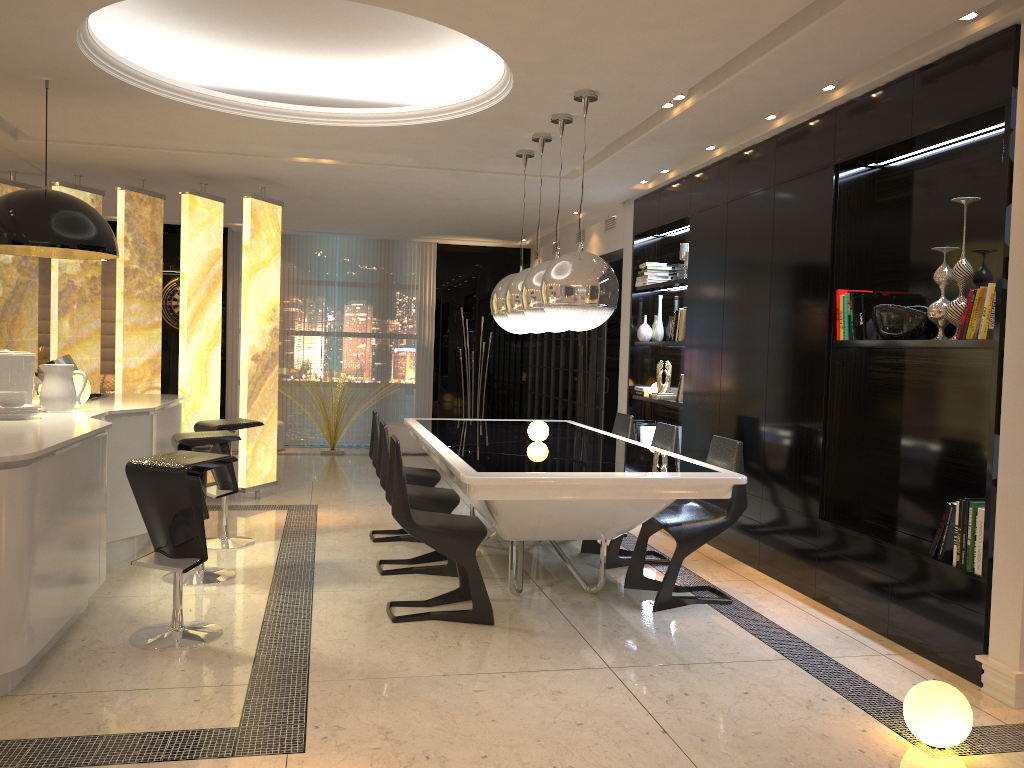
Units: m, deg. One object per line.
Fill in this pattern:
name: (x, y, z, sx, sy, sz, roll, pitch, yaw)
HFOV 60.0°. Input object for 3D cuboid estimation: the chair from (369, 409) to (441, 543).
chair: (-0.708, 0.613, 5.992, 0.496, 0.858, 0.523, 1, 2, -12)

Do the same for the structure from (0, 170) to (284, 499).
structure: (-2.979, -0.348, 7.089, 2.180, 2.555, 0.448, 1, 2, -12)

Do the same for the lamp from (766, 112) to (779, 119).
lamp: (1.477, -1.584, 5.079, 0.107, 0.127, 0.107, 0, 3, -31)

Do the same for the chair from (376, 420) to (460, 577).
chair: (-0.533, 0.650, 5.161, 0.496, 0.858, 0.523, 1, 2, -12)

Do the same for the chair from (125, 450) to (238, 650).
chair: (-1.453, 0.707, 3.867, 0.380, 0.789, 0.380, 3, 2, 21)

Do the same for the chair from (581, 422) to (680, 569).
chair: (0.741, 0.674, 5.538, 0.496, 0.858, 0.523, 1, 2, -12)

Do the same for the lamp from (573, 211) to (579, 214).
lamp: (0.619, -1.756, 8.812, 0.107, 0.127, 0.107, 0, 3, -31)

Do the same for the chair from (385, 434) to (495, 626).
chair: (-0.355, 0.689, 4.314, 0.496, 0.858, 0.523, 1, 2, -12)

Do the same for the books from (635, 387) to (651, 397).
books: (1.186, 0.066, 7.577, 0.209, 0.073, 0.266, 1, 2, -9)

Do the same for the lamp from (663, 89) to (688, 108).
lamp: (0.873, -1.592, 4.824, 0.107, 0.127, 0.271, 1, 2, -12)

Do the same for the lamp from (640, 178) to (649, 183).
lamp: (1.050, -1.676, 7.108, 0.107, 0.127, 0.107, 0, 3, -31)

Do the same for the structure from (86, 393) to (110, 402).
structure: (-2.959, 0.084, 5.734, 0.502, 0.026, 0.811, 1, 2, -12)

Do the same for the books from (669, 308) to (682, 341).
books: (1.348, -0.455, 6.910, 0.207, 0.256, 0.245, 1, 2, -13)

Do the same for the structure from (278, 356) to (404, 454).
structure: (-2.100, 0.255, 10.420, 1.282, 1.142, 1.275, 3, 3, 34)

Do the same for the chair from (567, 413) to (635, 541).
chair: (0.576, 0.639, 6.327, 0.496, 0.858, 0.523, 1, 2, -12)

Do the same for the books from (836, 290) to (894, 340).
books: (1.823, -0.354, 4.582, 0.210, 0.270, 0.236, 1, 2, -12)

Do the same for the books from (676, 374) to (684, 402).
books: (1.372, 0.026, 6.735, 0.182, 0.232, 0.284, 1, 2, -9)

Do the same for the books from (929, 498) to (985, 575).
books: (1.965, 0.620, 3.744, 0.222, 0.296, 0.345, 1, 2, -12)

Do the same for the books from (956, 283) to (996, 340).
books: (2.012, -0.298, 3.682, 0.189, 0.238, 0.290, 1, 2, -13)

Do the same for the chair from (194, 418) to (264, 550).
chair: (-1.831, 0.626, 5.662, 0.380, 0.789, 0.380, 0, 3, -44)

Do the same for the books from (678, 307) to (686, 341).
books: (1.392, -0.449, 6.706, 0.212, 0.261, 0.252, 1, 2, -12)

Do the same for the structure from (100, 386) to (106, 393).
structure: (-5.649, 0.384, 8.525, 2.912, 0.812, 1.659, 1, 2, -12)

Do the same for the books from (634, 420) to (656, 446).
books: (1.156, 0.456, 7.658, 0.210, 0.270, 0.236, 1, 2, -12)

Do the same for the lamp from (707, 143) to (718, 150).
lamp: (1.309, -1.620, 5.875, 0.107, 0.127, 0.107, 0, 3, -31)

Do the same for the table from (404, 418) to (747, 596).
table: (0.115, 0.713, 5.307, 1.293, 0.759, 3.031, 1, 2, -12)

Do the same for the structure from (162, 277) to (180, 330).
structure: (-3.953, -0.975, 10.783, 0.669, 0.669, 0.048, 1, 2, -12)

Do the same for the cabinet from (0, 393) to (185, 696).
cabinet: (-2.543, 0.595, 4.668, 1.046, 0.887, 3.752, 1, 2, -12)

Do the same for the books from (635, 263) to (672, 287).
books: (1.206, -0.924, 7.545, 0.259, 0.188, 0.302, 2, 2, -5)

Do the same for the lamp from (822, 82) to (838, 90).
lamp: (1.599, -1.557, 4.496, 0.107, 0.127, 0.107, 0, 3, -31)

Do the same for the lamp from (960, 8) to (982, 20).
lamp: (1.805, -1.513, 3.514, 0.107, 0.127, 0.107, 0, 3, -31)

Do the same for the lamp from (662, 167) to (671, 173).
lamp: (1.143, -1.656, 6.669, 0.107, 0.127, 0.107, 0, 3, -31)

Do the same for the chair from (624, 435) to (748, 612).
chair: (0.916, 0.712, 4.708, 0.496, 0.858, 0.523, 1, 2, -12)

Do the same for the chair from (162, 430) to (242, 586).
chair: (-1.699, 0.662, 4.840, 0.380, 0.789, 0.380, 0, 3, -29)

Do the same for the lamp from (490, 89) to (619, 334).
lamp: (0.216, -0.918, 5.280, 0.408, 1.226, 1.827, 1, 2, -12)

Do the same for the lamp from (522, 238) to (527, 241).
lamp: (0.133, -1.861, 11.128, 0.107, 0.127, 0.107, 0, 3, -31)
